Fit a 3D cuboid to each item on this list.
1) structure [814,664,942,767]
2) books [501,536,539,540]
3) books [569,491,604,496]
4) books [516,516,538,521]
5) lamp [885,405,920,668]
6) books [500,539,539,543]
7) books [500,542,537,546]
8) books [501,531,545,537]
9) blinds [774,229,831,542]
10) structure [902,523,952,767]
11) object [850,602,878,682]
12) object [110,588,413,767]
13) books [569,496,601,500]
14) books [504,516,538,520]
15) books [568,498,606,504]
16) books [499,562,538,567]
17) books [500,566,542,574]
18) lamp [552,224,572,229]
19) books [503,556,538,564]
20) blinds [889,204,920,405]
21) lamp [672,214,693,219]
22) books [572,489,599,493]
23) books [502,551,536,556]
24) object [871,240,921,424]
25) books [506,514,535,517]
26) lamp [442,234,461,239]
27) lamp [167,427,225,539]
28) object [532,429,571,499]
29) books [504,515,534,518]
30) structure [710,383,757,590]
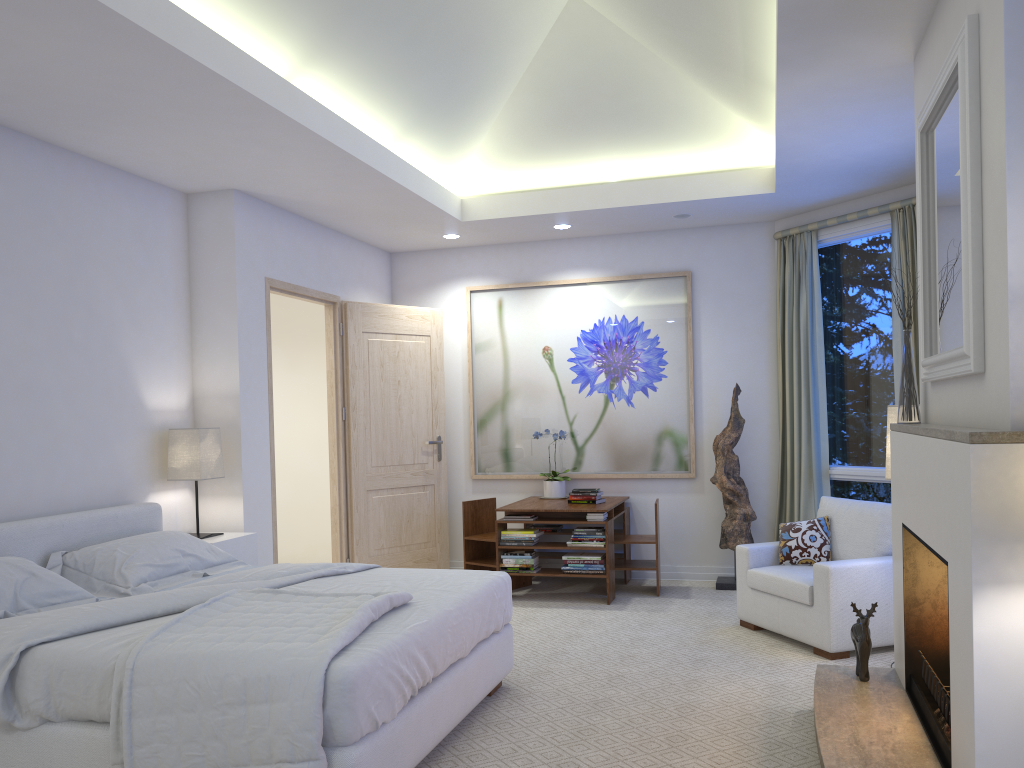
[{"bbox_3d":[1.146,1.187,2.830,0.329,0.172,1.454,-2,-2,16],"label":"structure"},{"bbox_3d":[0.056,1.004,5.823,0.222,0.020,0.154,-2,-2,16],"label":"books"},{"bbox_3d":[0.504,0.744,6.017,0.205,0.020,0.124,-3,-2,26],"label":"books"},{"bbox_3d":[0.059,0.881,5.816,0.201,0.015,0.140,-2,-2,16],"label":"books"},{"bbox_3d":[2.047,0.705,4.364,0.276,1.206,1.528,-1,-1,29],"label":"lamp"},{"bbox_3d":[0.051,1.023,5.818,0.234,0.019,0.143,-2,-2,16],"label":"books"},{"bbox_3d":[0.048,1.043,5.821,0.217,0.020,0.157,-2,-2,16],"label":"books"},{"bbox_3d":[0.073,0.985,5.828,0.239,0.019,0.173,-2,-2,21],"label":"books"},{"bbox_3d":[1.823,0.181,5.873,0.294,2.376,0.642,-2,1,-32],"label":"blinds"},{"bbox_3d":[1.519,0.784,2.711,0.476,0.615,0.874,-2,-1,16],"label":"structure"},{"bbox_3d":[1.314,0.963,3.324,0.096,0.308,0.179,-1,0,3],"label":"object"},{"bbox_3d":[-0.773,0.968,2.936,0.718,0.466,0.913,-2,-2,13],"label":"object"},{"bbox_3d":[0.500,0.768,6.020,0.190,0.031,0.132,-2,-2,21],"label":"books"},{"bbox_3d":[0.060,0.881,5.816,0.201,0.014,0.136,-2,-2,16],"label":"books"},{"bbox_3d":[0.509,0.796,6.026,0.212,0.027,0.154,-3,-2,31],"label":"books"},{"bbox_3d":[0.049,1.179,5.807,0.233,0.023,0.141,-2,-2,16],"label":"books"},{"bbox_3d":[0.060,1.218,5.815,0.243,0.019,0.168,-2,-2,16],"label":"books"},{"bbox_3d":[0.346,-1.078,6.100,0.137,0.014,0.137,-1,-2,-12],"label":"lamp"},{"bbox_3d":[0.060,1.152,5.802,0.208,0.036,0.144,-2,-2,16],"label":"books"},{"bbox_3d":[2.285,0.143,5.113,0.269,2.373,0.524,-2,1,-30],"label":"blinds"},{"bbox_3d":[1.127,-1.107,5.869,0.137,0.014,0.137,-1,-2,-12],"label":"lamp"},{"bbox_3d":[0.505,0.725,6.015,0.180,0.019,0.125,-2,-2,11],"label":"books"},{"bbox_3d":[0.048,1.110,5.806,0.198,0.017,0.114,-2,-2,16],"label":"books"},{"bbox_3d":[1.417,-0.199,3.260,0.189,0.693,0.193,-1,1,44],"label":"object"},{"bbox_3d":[0.049,0.869,5.825,0.177,0.009,0.113,-2,-2,16],"label":"books"},{"bbox_3d":[-0.433,-1.049,6.329,0.137,0.014,0.137,-1,-2,-12],"label":"lamp"},{"bbox_3d":[-1.689,0.527,4.741,0.210,0.583,0.210,-1,1,16],"label":"lamp"},{"bbox_3d":[0.289,0.579,6.446,0.305,0.504,0.216,-1,0,16],"label":"object"},{"bbox_3d":[0.049,0.869,5.825,0.174,0.008,0.111,-2,-2,16],"label":"books"},{"bbox_3d":[1.506,0.689,6.033,0.305,1.395,0.263,-1,1,17],"label":"structure"}]
